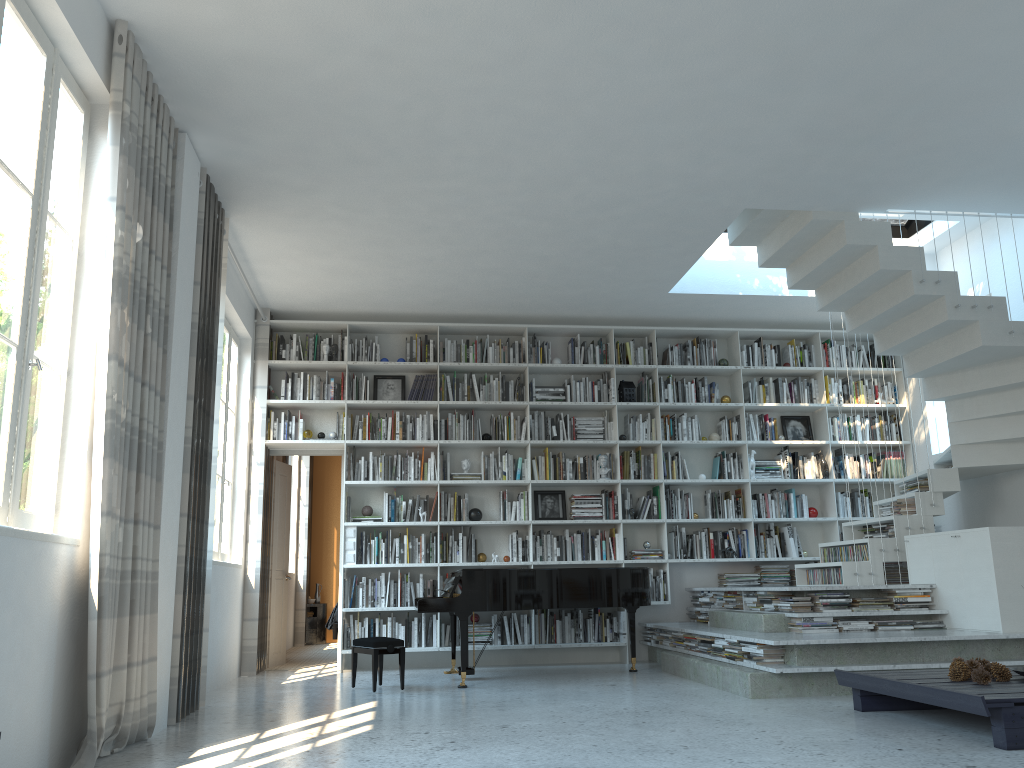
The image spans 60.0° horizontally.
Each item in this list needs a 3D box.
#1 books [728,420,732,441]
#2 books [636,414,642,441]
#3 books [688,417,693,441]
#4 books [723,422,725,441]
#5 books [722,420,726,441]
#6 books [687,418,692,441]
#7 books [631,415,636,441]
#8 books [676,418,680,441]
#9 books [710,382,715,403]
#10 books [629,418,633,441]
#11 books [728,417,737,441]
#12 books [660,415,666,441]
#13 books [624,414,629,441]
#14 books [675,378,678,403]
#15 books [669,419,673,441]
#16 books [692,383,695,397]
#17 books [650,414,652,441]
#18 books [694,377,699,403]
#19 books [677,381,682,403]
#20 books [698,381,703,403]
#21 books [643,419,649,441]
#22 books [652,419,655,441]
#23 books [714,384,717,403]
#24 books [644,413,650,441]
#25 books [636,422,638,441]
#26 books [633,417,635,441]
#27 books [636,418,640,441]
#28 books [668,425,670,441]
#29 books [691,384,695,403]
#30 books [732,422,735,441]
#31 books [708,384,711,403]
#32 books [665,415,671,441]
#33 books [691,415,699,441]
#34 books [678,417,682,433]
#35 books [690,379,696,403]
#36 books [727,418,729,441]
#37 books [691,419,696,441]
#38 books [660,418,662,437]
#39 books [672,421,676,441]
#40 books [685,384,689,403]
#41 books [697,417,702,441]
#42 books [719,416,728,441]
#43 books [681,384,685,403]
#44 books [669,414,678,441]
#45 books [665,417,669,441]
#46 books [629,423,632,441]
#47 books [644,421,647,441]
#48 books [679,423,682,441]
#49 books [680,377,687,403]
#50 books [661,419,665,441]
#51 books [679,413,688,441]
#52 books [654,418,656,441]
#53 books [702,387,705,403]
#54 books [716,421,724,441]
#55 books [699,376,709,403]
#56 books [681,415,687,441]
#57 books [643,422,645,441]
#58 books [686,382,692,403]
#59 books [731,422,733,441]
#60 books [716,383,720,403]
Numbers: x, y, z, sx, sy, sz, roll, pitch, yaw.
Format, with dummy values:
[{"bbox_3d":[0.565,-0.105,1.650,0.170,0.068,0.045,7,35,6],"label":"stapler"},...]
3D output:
[{"bbox_3d":[2.114,0.479,8.685,0.016,0.227,0.160,0,-13,-7],"label":"books"},{"bbox_3d":[1.219,0.441,8.547,0.028,0.274,0.187,0,-13,-7],"label":"books"},{"bbox_3d":[1.723,0.460,8.644,0.024,0.261,0.134,0,-13,-7],"label":"books"},{"bbox_3d":[2.050,0.489,8.675,0.005,0.204,0.154,0,-13,-7],"label":"books"},{"bbox_3d":[2.059,0.476,8.678,0.012,0.231,0.154,0,-13,-7],"label":"books"},{"bbox_3d":[1.701,0.463,8.620,0.025,0.244,0.184,0,-13,-7],"label":"books"},{"bbox_3d":[1.173,0.447,8.569,0.019,0.274,0.146,0,-13,-7],"label":"books"},{"bbox_3d":[1.586,0.465,8.603,0.022,0.237,0.165,0,-13,-7],"label":"books"},{"bbox_3d":[1.954,0.112,8.724,0.054,0.235,0.172,0,-13,-7],"label":"books"},{"bbox_3d":[1.141,0.463,8.565,0.024,0.242,0.159,0,-13,-7],"label":"books"},{"bbox_3d":[2.157,0.461,8.677,0.016,0.256,0.176,0,-13,-7],"label":"books"},{"bbox_3d":[1.464,0.449,8.611,0.014,0.278,0.154,0,-13,-7],"label":"books"},{"bbox_3d":[1.109,0.442,8.567,0.018,0.284,0.160,0,-13,-7],"label":"books"},{"bbox_3d":[1.599,0.095,8.712,0.012,0.276,0.133,0,-13,-7],"label":"books"},{"bbox_3d":[1.527,0.468,8.607,0.013,0.235,0.158,0,-13,-7],"label":"books"},{"bbox_3d":[1.762,0.118,8.707,0.011,0.222,0.159,0,-13,-7],"label":"books"},{"bbox_3d":[1.323,0.446,8.582,0.025,0.276,0.173,0,-13,-7],"label":"books"},{"bbox_3d":[1.802,0.091,8.734,0.012,0.284,0.160,0,-13,-7],"label":"books"},{"bbox_3d":[1.622,0.107,8.687,0.027,0.241,0.160,0,-13,-7],"label":"books"},{"bbox_3d":[1.826,0.110,8.713,0.030,0.237,0.186,0,-13,-7],"label":"books"},{"bbox_3d":[1.291,0.467,8.573,0.024,0.233,0.150,0,-13,-7],"label":"books"},{"bbox_3d":[1.342,0.466,8.563,0.028,0.229,0.177,0,-13,-7],"label":"books"},{"bbox_3d":[1.975,0.123,8.733,0.048,0.216,0.182,0,-13,-7],"label":"books"},{"bbox_3d":[1.307,0.438,8.583,0.028,0.293,0.154,0,-13,-7],"label":"books"},{"bbox_3d":[1.185,0.480,8.562,0.023,0.206,0.171,0,-13,-7],"label":"books"},{"bbox_3d":[1.159,0.459,8.563,0.028,0.249,0.165,0,-13,-7],"label":"books"},{"bbox_3d":[1.200,0.465,8.562,0.023,0.235,0.179,0,-13,-7],"label":"books"},{"bbox_3d":[1.497,0.496,8.600,0.021,0.178,0.137,0,-13,-7],"label":"books"},{"bbox_3d":[1.748,0.121,8.690,0.021,0.208,0.181,0,-13,-7],"label":"books"},{"bbox_3d":[2.142,0.490,8.679,0.013,0.201,0.174,0,-13,-7],"label":"books"},{"bbox_3d":[1.911,0.125,8.727,0.030,0.212,0.157,0,-13,-7],"label":"books"},{"bbox_3d":[1.511,0.449,8.629,0.014,0.283,0.135,0,-13,-7],"label":"books"},{"bbox_3d":[1.771,0.449,8.626,0.024,0.271,0.170,0,-13,-7],"label":"books"},{"bbox_3d":[1.625,0.460,8.625,0.011,0.256,0.131,0,-13,-7],"label":"books"},{"bbox_3d":[1.773,0.098,8.715,0.012,0.264,0.156,0,-13,-7],"label":"books"},{"bbox_3d":[2.087,0.470,8.682,0.016,0.243,0.152,0,-13,-7],"label":"books"},{"bbox_3d":[1.747,0.471,8.630,0.021,0.232,0.183,0,-13,-7],"label":"books"},{"bbox_3d":[1.403,0.457,8.581,0.028,0.251,0.190,0,-13,-7],"label":"books"},{"bbox_3d":[1.546,0.479,8.609,0.026,0.215,0.161,0,-13,-7],"label":"books"},{"bbox_3d":[1.700,0.123,8.711,0.025,0.216,0.144,0,-13,-7],"label":"books"},{"bbox_3d":[1.807,0.464,8.651,0.034,0.253,0.161,0,-13,-7],"label":"books"},{"bbox_3d":[2.073,0.456,8.671,0.015,0.267,0.164,0,-13,-7],"label":"books"},{"bbox_3d":[1.660,0.121,8.712,0.028,0.223,0.142,0,-13,-7],"label":"books"},{"bbox_3d":[1.568,0.443,8.599,0.014,0.279,0.178,0,-13,-7],"label":"books"},{"bbox_3d":[1.480,0.460,8.593,0.014,0.247,0.177,0,-13,-7],"label":"books"},{"bbox_3d":[1.125,0.487,8.537,0.028,0.185,0.181,0,-13,-7],"label":"books"},{"bbox_3d":[1.274,0.476,8.562,0.029,0.210,0.158,0,-13,-7],"label":"books"},{"bbox_3d":[1.608,0.489,8.610,0.025,0.193,0.171,0,-13,-7],"label":"books"},{"bbox_3d":[1.680,0.091,8.718,0.013,0.283,0.155,0,-13,-7],"label":"books"},{"bbox_3d":[1.442,0.467,8.608,0.030,0.241,0.138,0,-13,-7],"label":"books"},{"bbox_3d":[1.673,0.442,8.636,0.027,0.294,0.160,0,-13,-7],"label":"books"},{"bbox_3d":[1.359,0.465,8.581,0.026,0.237,0.173,0,-13,-7],"label":"books"},{"bbox_3d":[1.854,0.139,8.715,0.027,0.181,0.176,0,-13,-7],"label":"books"},{"bbox_3d":[2.039,0.483,8.680,0.015,0.220,0.140,0,-13,-7],"label":"books"},{"bbox_3d":[1.883,0.086,8.717,0.029,0.284,0.184,0,-13,-7],"label":"books"},{"bbox_3d":[1.648,0.451,8.604,0.030,0.262,0.182,0,-13,-7],"label":"books"},{"bbox_3d":[1.253,0.483,8.557,0.027,0.196,0.185,0,-13,-7],"label":"books"},{"bbox_3d":[1.724,0.111,8.705,0.023,0.236,0.149,0,-13,-7],"label":"books"},{"bbox_3d":[2.128,0.490,8.689,0.012,0.206,0.138,0,-13,-7],"label":"books"},{"bbox_3d":[2.010,0.121,8.756,0.026,0.229,0.141,0,-13,-7],"label":"books"}]
